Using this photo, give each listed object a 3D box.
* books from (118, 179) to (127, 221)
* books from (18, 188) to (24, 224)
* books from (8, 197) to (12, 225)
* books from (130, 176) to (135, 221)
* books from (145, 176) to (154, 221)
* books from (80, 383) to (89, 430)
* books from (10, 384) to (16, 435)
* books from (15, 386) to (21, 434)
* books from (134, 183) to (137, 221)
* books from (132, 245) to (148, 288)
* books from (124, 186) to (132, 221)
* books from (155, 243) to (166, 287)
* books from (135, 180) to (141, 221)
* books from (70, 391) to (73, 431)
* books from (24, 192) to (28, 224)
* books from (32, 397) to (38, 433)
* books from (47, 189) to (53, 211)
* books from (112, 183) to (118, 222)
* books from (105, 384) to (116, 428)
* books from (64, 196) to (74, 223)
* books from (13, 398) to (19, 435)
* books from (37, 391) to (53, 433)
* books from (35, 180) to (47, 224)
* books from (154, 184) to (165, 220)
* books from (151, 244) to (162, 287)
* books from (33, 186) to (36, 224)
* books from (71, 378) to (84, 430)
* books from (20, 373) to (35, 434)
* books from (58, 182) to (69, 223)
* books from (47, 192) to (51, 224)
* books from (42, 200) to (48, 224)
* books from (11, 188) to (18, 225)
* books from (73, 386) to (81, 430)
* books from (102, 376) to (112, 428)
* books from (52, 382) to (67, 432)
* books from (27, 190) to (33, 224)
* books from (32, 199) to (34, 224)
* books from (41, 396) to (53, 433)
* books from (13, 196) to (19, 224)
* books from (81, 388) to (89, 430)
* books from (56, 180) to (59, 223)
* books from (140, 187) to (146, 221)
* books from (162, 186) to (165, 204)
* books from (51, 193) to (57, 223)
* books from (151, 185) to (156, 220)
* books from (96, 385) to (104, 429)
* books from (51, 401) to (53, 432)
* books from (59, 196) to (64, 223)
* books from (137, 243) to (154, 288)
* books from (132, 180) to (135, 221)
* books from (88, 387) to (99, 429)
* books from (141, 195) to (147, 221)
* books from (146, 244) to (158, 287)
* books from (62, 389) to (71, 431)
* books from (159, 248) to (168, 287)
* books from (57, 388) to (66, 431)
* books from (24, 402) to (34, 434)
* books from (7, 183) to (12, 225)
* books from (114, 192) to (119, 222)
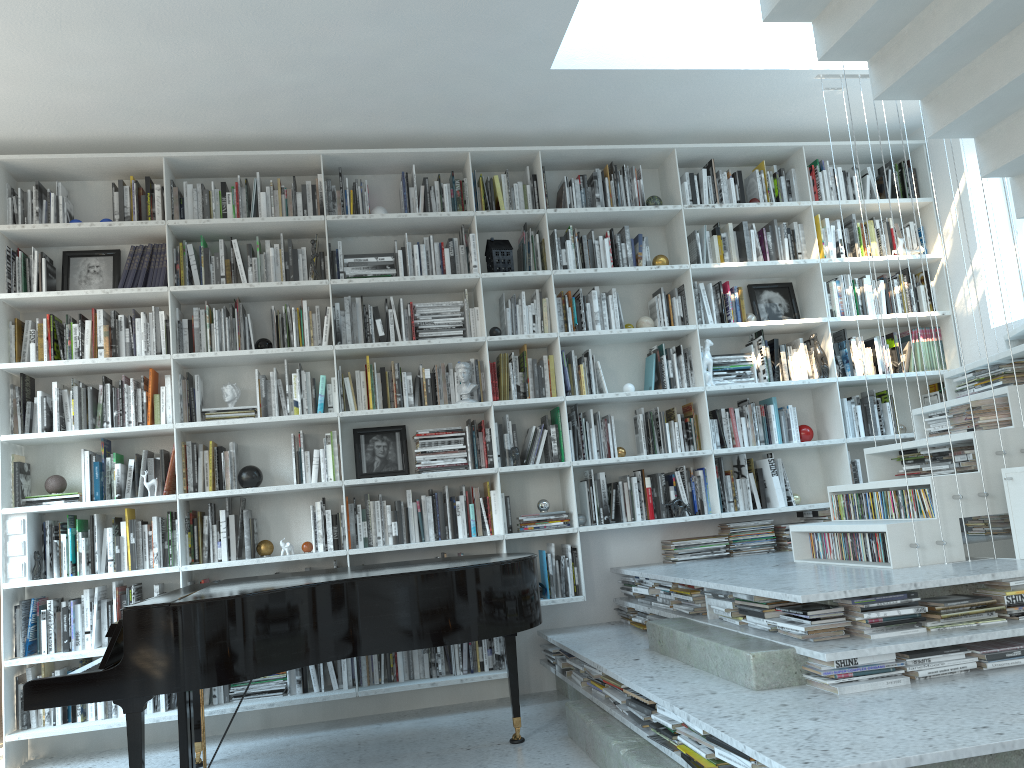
[{"bbox_3d":[-2.151,-0.969,4.935,0.024,0.279,0.188,-4,-8,-11],"label":"books"},{"bbox_3d":[-2.657,-0.920,4.842,0.012,0.249,0.180,-4,-8,-11],"label":"books"},{"bbox_3d":[-2.708,-0.893,4.832,0.017,0.204,0.142,-4,-8,-11],"label":"books"},{"bbox_3d":[-2.111,-0.988,4.971,0.014,0.320,0.137,-4,-8,-11],"label":"books"},{"bbox_3d":[-2.014,-0.987,4.955,0.025,0.296,0.164,-4,-8,-11],"label":"books"},{"bbox_3d":[-2.285,0.139,4.752,0.011,0.270,0.158,-4,-8,-11],"label":"books"},{"bbox_3d":[-2.618,0.154,4.696,0.012,0.284,0.160,-4,-8,-11],"label":"books"},{"bbox_3d":[-2.571,0.157,4.677,0.027,0.265,0.176,-4,-8,-11],"label":"books"},{"bbox_3d":[-2.080,-0.966,4.946,0.010,0.263,0.157,-4,-8,-11],"label":"books"},{"bbox_3d":[-2.047,-0.606,4.917,0.110,0.279,0.174,-4,-8,-11],"label":"books"},{"bbox_3d":[-2.124,-0.955,4.937,0.028,0.248,0.155,-4,-8,-11],"label":"books"},{"bbox_3d":[-1.941,-0.619,4.938,0.078,0.285,0.174,-4,-8,-11],"label":"books"},{"bbox_3d":[-2.070,-0.972,4.949,0.011,0.274,0.184,-4,-8,-11],"label":"books"},{"bbox_3d":[-2.326,0.160,4.734,0.014,0.229,0.148,-4,-8,-11],"label":"books"},{"bbox_3d":[-2.626,-0.910,4.844,0.013,0.224,0.177,-4,-8,-11],"label":"books"},{"bbox_3d":[-2.506,0.184,4.707,0.042,0.208,0.143,-4,-8,-11],"label":"books"},{"bbox_3d":[-2.525,-0.929,4.873,0.013,0.252,0.129,-4,-8,-11],"label":"books"},{"bbox_3d":[-2.200,-0.962,4.943,0.013,0.277,0.151,-4,-8,-11],"label":"books"},{"bbox_3d":[-2.155,0.137,4.778,0.021,0.256,0.156,-4,-8,-11],"label":"books"},{"bbox_3d":[-2.444,-0.912,4.894,0.013,0.209,0.136,-4,-8,-11],"label":"books"},{"bbox_3d":[-2.594,0.189,4.686,0.026,0.209,0.155,-4,-8,-11],"label":"books"},{"bbox_3d":[-2.473,0.166,4.699,0.022,0.235,0.177,-4,-8,-11],"label":"books"},{"bbox_3d":[-2.561,-0.944,4.845,0.015,0.279,0.191,-4,-8,-11],"label":"books"},{"bbox_3d":[-1.965,-0.968,4.972,0.031,0.254,0.178,-4,-8,-11],"label":"books"},{"bbox_3d":[-1.964,-0.617,4.938,0.078,0.285,0.174,-4,-8,-11],"label":"books"},{"bbox_3d":[-2.585,-0.930,4.855,0.016,0.260,0.154,-4,-8,-11],"label":"books"},{"bbox_3d":[-2.316,0.128,4.739,0.011,0.293,0.183,-4,-8,-11],"label":"books"},{"bbox_3d":[-2.555,0.122,4.683,0.012,0.333,0.185,-4,-8,-11],"label":"books"},{"bbox_3d":[-2.476,-0.950,4.901,0.015,0.292,0.131,-4,-8,-11],"label":"books"},{"bbox_3d":[-2.509,-0.915,4.864,0.013,0.219,0.181,-4,-8,-11],"label":"books"},{"bbox_3d":[-2.540,-0.894,4.860,0.026,0.182,0.161,-4,-8,-11],"label":"books"},{"bbox_3d":[-2.700,-0.920,4.843,0.007,0.258,0.157,-4,-8,-11],"label":"books"},{"bbox_3d":[-2.297,0.148,4.731,0.021,0.247,0.189,-4,-8,-11],"label":"books"},{"bbox_3d":[-2.171,0.115,4.768,0.013,0.299,0.152,-4,-8,-11],"label":"books"},{"bbox_3d":[-2.406,0.141,4.727,0.023,0.280,0.174,-4,-8,-11],"label":"books"},{"bbox_3d":[-2.614,-0.919,4.852,0.016,0.242,0.156,-4,-8,-11],"label":"books"},{"bbox_3d":[-2.599,-0.894,4.861,0.014,0.192,0.146,-4,-8,-11],"label":"books"},{"bbox_3d":[-2.445,0.179,4.692,0.028,0.203,0.188,-4,-8,-11],"label":"books"},{"bbox_3d":[-2.678,-0.898,4.843,0.032,0.210,0.158,-4,-8,-11],"label":"books"},{"bbox_3d":[-2.264,0.151,4.737,0.024,0.237,0.167,-4,-8,-11],"label":"books"},{"bbox_3d":[-2.485,-0.955,4.888,0.007,0.301,0.145,-4,-8,-11],"label":"books"},{"bbox_3d":[-2.062,-0.958,4.978,0.013,0.254,0.129,-4,-8,-11],"label":"books"},{"bbox_3d":[-1.932,-0.967,4.992,0.039,0.251,0.147,-4,-8,-11],"label":"books"},{"bbox_3d":[-2.491,-0.914,4.860,0.021,0.213,0.173,-4,-8,-11],"label":"books"},{"bbox_3d":[-1.993,-0.967,4.980,0.022,0.260,0.152,-4,-8,-11],"label":"books"},{"bbox_3d":[-2.202,0.142,4.776,0.048,0.256,0.142,-4,-8,-11],"label":"books"},{"bbox_3d":[-2.428,0.192,4.738,0.021,0.187,0.129,-4,-8,-11],"label":"books"},{"bbox_3d":[-2.455,-0.909,4.881,0.014,0.201,0.171,-4,-8,-11],"label":"books"},{"bbox_3d":[-2.014,-0.614,4.903,0.097,0.282,0.174,-4,-8,-11],"label":"books"},{"bbox_3d":[-2.094,-0.973,4.957,0.013,0.283,0.167,-4,-8,-11],"label":"books"},{"bbox_3d":[-2.233,0.148,4.752,0.023,0.242,0.184,-4,-8,-11],"label":"books"},{"bbox_3d":[-2.036,-0.931,4.954,0.027,0.190,0.178,-4,-8,-11],"label":"books"},{"bbox_3d":[-1.985,-0.616,4.929,0.078,0.285,0.174,-4,-8,-11],"label":"books"},{"bbox_3d":[-2.361,0.159,4.748,0.049,0.242,0.139,-4,-8,-11],"label":"books"},{"bbox_3d":[-1.916,-0.623,4.928,0.078,0.285,0.174,-4,-8,-11],"label":"books"},{"bbox_3d":[-2.387,0.156,4.719,0.011,0.245,0.176,-4,-8,-11],"label":"books"},{"bbox_3d":[-2.525,0.196,4.683,0.037,0.182,0.189,-4,-8,-11],"label":"books"},{"bbox_3d":[-2.725,-0.931,4.843,0.007,0.284,0.160,-4,-8,-11],"label":"books"},{"bbox_3d":[-2.175,-0.936,4.931,0.028,0.218,0.153,-4,-8,-11],"label":"books"}]
